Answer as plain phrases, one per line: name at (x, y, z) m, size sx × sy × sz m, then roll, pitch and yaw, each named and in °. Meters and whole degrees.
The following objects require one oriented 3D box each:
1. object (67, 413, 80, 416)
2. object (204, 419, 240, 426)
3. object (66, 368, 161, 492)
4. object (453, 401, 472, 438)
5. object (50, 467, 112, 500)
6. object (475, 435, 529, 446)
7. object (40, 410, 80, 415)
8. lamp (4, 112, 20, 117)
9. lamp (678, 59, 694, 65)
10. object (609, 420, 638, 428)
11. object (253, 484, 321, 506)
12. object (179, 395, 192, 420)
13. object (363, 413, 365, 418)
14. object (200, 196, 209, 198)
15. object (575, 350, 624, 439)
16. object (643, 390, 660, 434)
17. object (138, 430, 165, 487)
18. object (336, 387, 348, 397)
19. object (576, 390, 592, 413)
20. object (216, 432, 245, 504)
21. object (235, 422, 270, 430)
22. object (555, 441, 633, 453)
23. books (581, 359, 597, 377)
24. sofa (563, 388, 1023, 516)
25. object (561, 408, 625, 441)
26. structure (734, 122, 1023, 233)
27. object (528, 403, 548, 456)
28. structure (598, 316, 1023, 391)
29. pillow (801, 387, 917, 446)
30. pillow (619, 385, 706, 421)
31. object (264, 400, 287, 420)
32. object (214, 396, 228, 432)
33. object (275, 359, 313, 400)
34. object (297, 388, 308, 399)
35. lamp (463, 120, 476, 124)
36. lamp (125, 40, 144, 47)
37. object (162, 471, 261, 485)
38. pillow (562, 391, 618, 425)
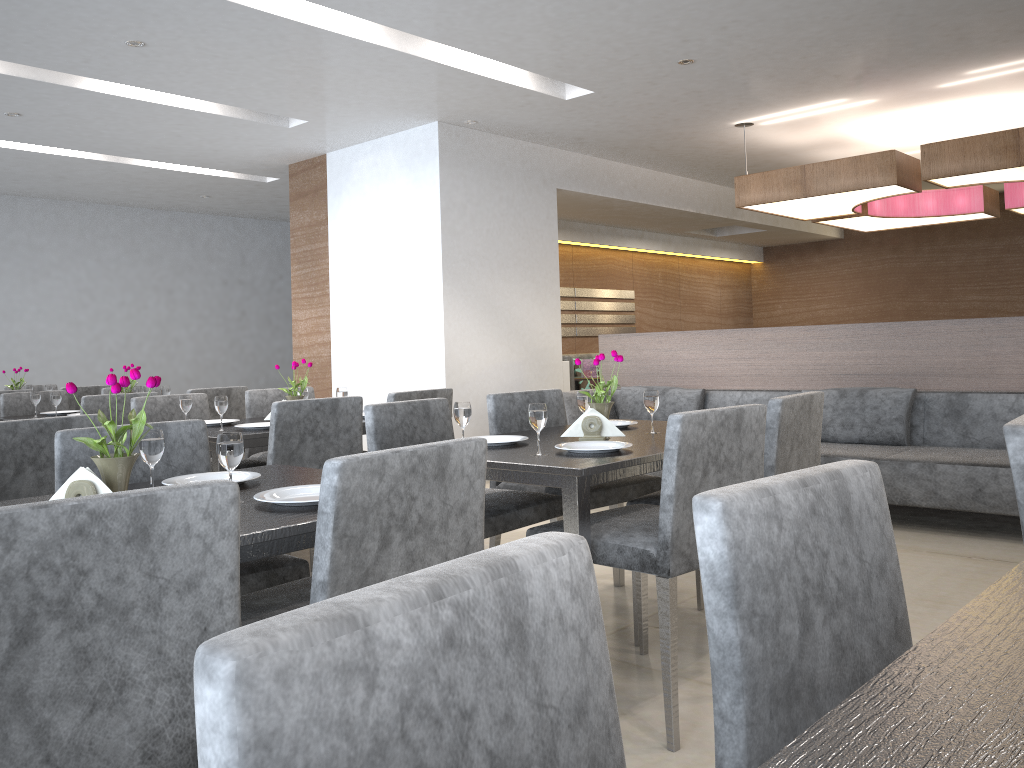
object at (-2.275, 0.166, 4.758) m, size 0.216 × 0.015 × 0.217 m, roll -1°, pitch 2°, yaw 23°
object at (-1.301, 0.170, 3.862) m, size 0.217 × 0.015 × 0.217 m, roll -2°, pitch 2°, yaw -1°
object at (-0.742, 0.109, 1.669) m, size 0.104 × 0.277 × 0.155 m, roll -3°, pitch -2°, yaw 40°
object at (-0.144, 0.122, 2.586) m, size 0.053 × 0.139 × 0.053 m, roll -2°, pitch -2°, yaw 1°
object at (-0.780, 0.200, 1.615) m, size 0.203 × 0.100 × 0.070 m, roll -2°, pitch -1°, yaw 12°
object at (-0.057, 0.176, 2.717) m, size 0.216 × 0.015 × 0.217 m, roll 0°, pitch 3°, yaw 43°
object at (-2.558, 0.165, 5.018) m, size 0.216 × 0.015 × 0.217 m, roll -1°, pitch 2°, yaw 23°
lamp at (-3.147, -1.695, 5.561) m, size 0.089 × 0.007 × 0.089 m, roll -2°, pitch 2°, yaw -2°
lamp at (0.972, -1.803, 4.949) m, size 0.089 × 0.007 × 0.089 m, roll -2°, pitch 2°, yaw -2°
object at (0.340, 0.146, 3.148) m, size 0.216 × 0.015 × 0.217 m, roll 0°, pitch 3°, yaw 43°
object at (-0.405, 0.224, 1.770) m, size 0.216 × 0.015 × 0.217 m, roll 0°, pitch 3°, yaw 43°
object at (-1.371, 0.117, 3.715) m, size 0.053 × 0.139 × 0.053 m, roll -2°, pitch -2°, yaw 1°
object at (-0.621, 0.142, 4.032) m, size 0.216 × 0.015 × 0.217 m, roll 0°, pitch 3°, yaw 43°
object at (-2.988, -1.820, 8.591) m, size 0.089 × 0.007 × 0.089 m, roll -2°, pitch 2°, yaw -2°
object at (0.286, 0.032, 2.786) m, size 0.104 × 0.277 × 0.155 m, roll -3°, pitch -2°, yaw 40°
object at (0.456, 0.091, 2.884) m, size 0.053 × 0.139 × 0.053 m, roll -2°, pitch -2°, yaw 1°
object at (-0.771, 0.169, 1.891) m, size 0.053 × 0.139 × 0.053 m, roll -2°, pitch -2°, yaw -5°
object at (-0.771, 0.086, 4.013) m, size 0.053 × 0.139 × 0.053 m, roll -2°, pitch -2°, yaw 1°
object at (0.247, 0.093, 3.011) m, size 0.053 × 0.139 × 0.053 m, roll -2°, pitch -2°, yaw 1°
object at (-0.562, 0.168, 1.764) m, size 0.053 × 0.139 × 0.053 m, roll -2°, pitch -2°, yaw 1°
object at (-1.018, 0.172, 3.601) m, size 0.216 × 0.015 × 0.217 m, roll 0°, pitch 3°, yaw 43°
object at (0.227, 0.177, 2.457) m, size 0.216 × 0.015 × 0.217 m, roll 0°, pitch 3°, yaw 43°
books at (0.654, -0.137, 7.856) m, size 0.143 × 0.165 × 0.157 m, roll -2°, pitch 0°, yaw -27°
sofa at (1.759, 0.366, 4.796) m, size 3.792 × 0.629 × 0.836 m, roll 0°, pitch 2°, yaw 43°
object at (0.249, 0.123, 2.732) m, size 0.203 × 0.100 × 0.070 m, roll -2°, pitch -1°, yaw 12°
structure at (3.329, -1.646, 6.498) m, size 2.438 × 0.620 × 2.449 m, roll 0°, pitch 3°, yaw 43°
object at (0.071, 0.123, 2.389) m, size 0.053 × 0.139 × 0.053 m, roll -2°, pitch -2°, yaw 1°
structure at (2.103, 0.147, 5.191) m, size 3.767 × 1.010 × 0.224 m, roll 0°, pitch 0°, yaw 43°
pillow at (1.895, 0.177, 4.901) m, size 0.637 × 0.321 × 0.181 m, roll -1°, pitch 0°, yaw 42°
pillow at (0.957, 0.173, 5.764) m, size 0.637 × 0.321 × 0.181 m, roll -1°, pitch 0°, yaw 43°
object at (-0.996, 0.118, 3.876) m, size 0.203 × 0.100 × 0.070 m, roll -2°, pitch -1°, yaw 12°
object at (-1.157, 0.117, 3.518) m, size 0.053 × 0.139 × 0.053 m, roll -2°, pitch -2°, yaw -5°
object at (-0.958, 0.026, 3.930) m, size 0.104 × 0.277 × 0.155 m, roll -3°, pitch -2°, yaw 40°
object at (-0.980, 0.087, 4.140) m, size 0.053 × 0.139 × 0.053 m, roll -2°, pitch -2°, yaw 1°
lamp at (-0.292, -1.809, 6.111) m, size 0.089 × 0.007 × 0.089 m, roll -2°, pitch 2°, yaw -2°
lamp at (-1.875, -1.690, 4.391) m, size 0.089 × 0.007 × 0.089 m, roll -2°, pitch 2°, yaw -2°
object at (-0.689, 0.223, 2.031) m, size 0.216 × 0.015 × 0.217 m, roll 0°, pitch 3°, yaw 43°
pillow at (0.518, 0.191, 5.836) m, size 0.188 × 0.306 × 0.560 m, roll -3°, pitch 0°, yaw 43°
